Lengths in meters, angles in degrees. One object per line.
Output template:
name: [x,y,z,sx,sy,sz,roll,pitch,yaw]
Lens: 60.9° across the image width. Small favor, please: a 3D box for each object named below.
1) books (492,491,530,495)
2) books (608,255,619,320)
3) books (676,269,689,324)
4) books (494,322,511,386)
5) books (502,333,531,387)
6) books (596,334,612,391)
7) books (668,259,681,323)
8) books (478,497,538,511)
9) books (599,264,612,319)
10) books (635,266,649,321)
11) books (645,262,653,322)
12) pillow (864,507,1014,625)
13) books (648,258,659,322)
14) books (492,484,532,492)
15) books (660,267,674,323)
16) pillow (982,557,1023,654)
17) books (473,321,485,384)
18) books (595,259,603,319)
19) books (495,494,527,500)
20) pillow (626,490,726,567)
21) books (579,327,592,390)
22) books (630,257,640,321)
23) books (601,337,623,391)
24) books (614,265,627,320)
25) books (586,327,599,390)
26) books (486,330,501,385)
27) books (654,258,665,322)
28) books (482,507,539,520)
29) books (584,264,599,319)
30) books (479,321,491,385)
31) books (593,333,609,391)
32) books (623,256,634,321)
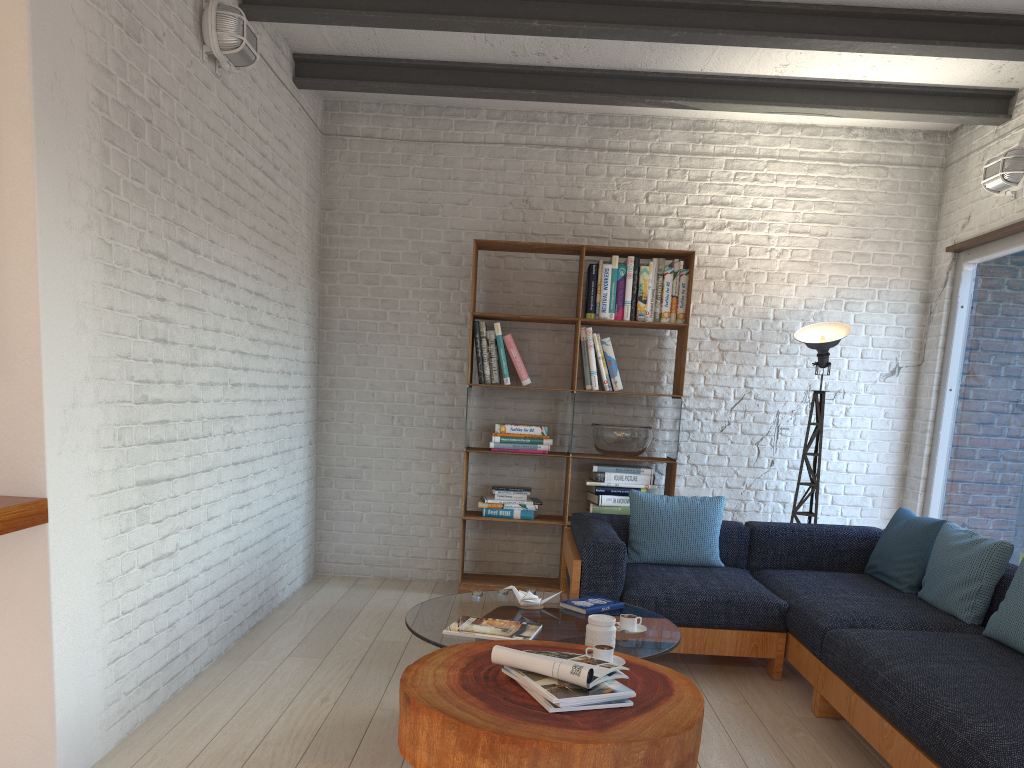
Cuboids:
books: [-0.010,0.698,5.654,0.236,0.019,0.168,3,-1,-6]
books: [0.616,-0.580,5.405,0.036,0.391,0.238,3,7,1]
books: [1.040,-0.529,5.427,0.055,0.336,0.249,3,6,1]
books: [-0.059,-0.183,5.482,0.121,0.389,0.238,3,7,1]
books: [0.032,-0.147,5.510,0.195,0.325,0.249,3,6,1]
books: [0.569,-0.131,5.494,0.125,0.355,0.266,3,6,1]
books: [0.992,-0.560,5.407,0.036,0.391,0.238,3,7,1]
books: [-0.023,0.778,5.648,0.379,0.037,0.240,3,0,1]
books: [0.568,-0.555,5.406,0.055,0.336,0.249,3,6,1]
books: [0.792,-0.543,5.398,0.055,0.336,0.249,3,6,1]
books: [0.832,-0.555,5.410,0.021,0.366,0.266,3,6,1]
pillow: [2.053,0.863,4.276,0.243,0.404,1.090,3,1,0]
books: [0.862,-0.567,5.421,0.036,0.391,0.238,3,7,1]
books: [0.000,0.672,5.630,0.252,0.017,0.160,3,-1,1]
books: [0.943,-0.535,5.406,0.055,0.336,0.249,3,6,1]
pillow: [2.019,0.822,2.940,0.254,0.423,1.193,3,1,1]
books: [-0.203,-0.193,5.487,0.091,0.392,0.238,3,7,1]
books: [0.530,-0.571,5.421,0.021,0.366,0.266,3,6,1]
books: [-0.006,0.725,5.652,0.206,0.034,0.130,3,0,1]
pillow: [0.898,0.797,4.784,0.555,0.417,0.218,3,7,0]
books: [0.458,-0.154,5.497,0.101,0.391,0.238,3,7,1]
books: [0.747,-0.573,5.408,0.036,0.391,0.238,3,7,1]
books: [0.617,-0.119,5.481,0.158,0.335,0.249,3,6,1]
books: [0.662,-0.550,5.423,0.055,0.336,0.249,3,6,1]
books: [0.495,-0.152,5.473,0.103,0.391,0.238,3,7,1]
books: [-0.115,-0.162,5.517,0.102,0.340,0.249,3,6,1]
books: [0.898,-0.565,5.407,0.036,0.391,0.238,3,7,1]
books: [-0.005,0.825,5.647,0.326,0.056,0.251,3,0,11]
books: [0.491,-0.559,5.425,0.055,0.336,0.249,3,6,1]
books: [-0.165,-0.191,5.495,0.091,0.392,0.238,3,7,1]
books: [0.548,-0.132,5.485,0.125,0.355,0.266,3,6,1]
books: [0.710,-0.575,5.399,0.036,0.391,0.238,3,7,1]
